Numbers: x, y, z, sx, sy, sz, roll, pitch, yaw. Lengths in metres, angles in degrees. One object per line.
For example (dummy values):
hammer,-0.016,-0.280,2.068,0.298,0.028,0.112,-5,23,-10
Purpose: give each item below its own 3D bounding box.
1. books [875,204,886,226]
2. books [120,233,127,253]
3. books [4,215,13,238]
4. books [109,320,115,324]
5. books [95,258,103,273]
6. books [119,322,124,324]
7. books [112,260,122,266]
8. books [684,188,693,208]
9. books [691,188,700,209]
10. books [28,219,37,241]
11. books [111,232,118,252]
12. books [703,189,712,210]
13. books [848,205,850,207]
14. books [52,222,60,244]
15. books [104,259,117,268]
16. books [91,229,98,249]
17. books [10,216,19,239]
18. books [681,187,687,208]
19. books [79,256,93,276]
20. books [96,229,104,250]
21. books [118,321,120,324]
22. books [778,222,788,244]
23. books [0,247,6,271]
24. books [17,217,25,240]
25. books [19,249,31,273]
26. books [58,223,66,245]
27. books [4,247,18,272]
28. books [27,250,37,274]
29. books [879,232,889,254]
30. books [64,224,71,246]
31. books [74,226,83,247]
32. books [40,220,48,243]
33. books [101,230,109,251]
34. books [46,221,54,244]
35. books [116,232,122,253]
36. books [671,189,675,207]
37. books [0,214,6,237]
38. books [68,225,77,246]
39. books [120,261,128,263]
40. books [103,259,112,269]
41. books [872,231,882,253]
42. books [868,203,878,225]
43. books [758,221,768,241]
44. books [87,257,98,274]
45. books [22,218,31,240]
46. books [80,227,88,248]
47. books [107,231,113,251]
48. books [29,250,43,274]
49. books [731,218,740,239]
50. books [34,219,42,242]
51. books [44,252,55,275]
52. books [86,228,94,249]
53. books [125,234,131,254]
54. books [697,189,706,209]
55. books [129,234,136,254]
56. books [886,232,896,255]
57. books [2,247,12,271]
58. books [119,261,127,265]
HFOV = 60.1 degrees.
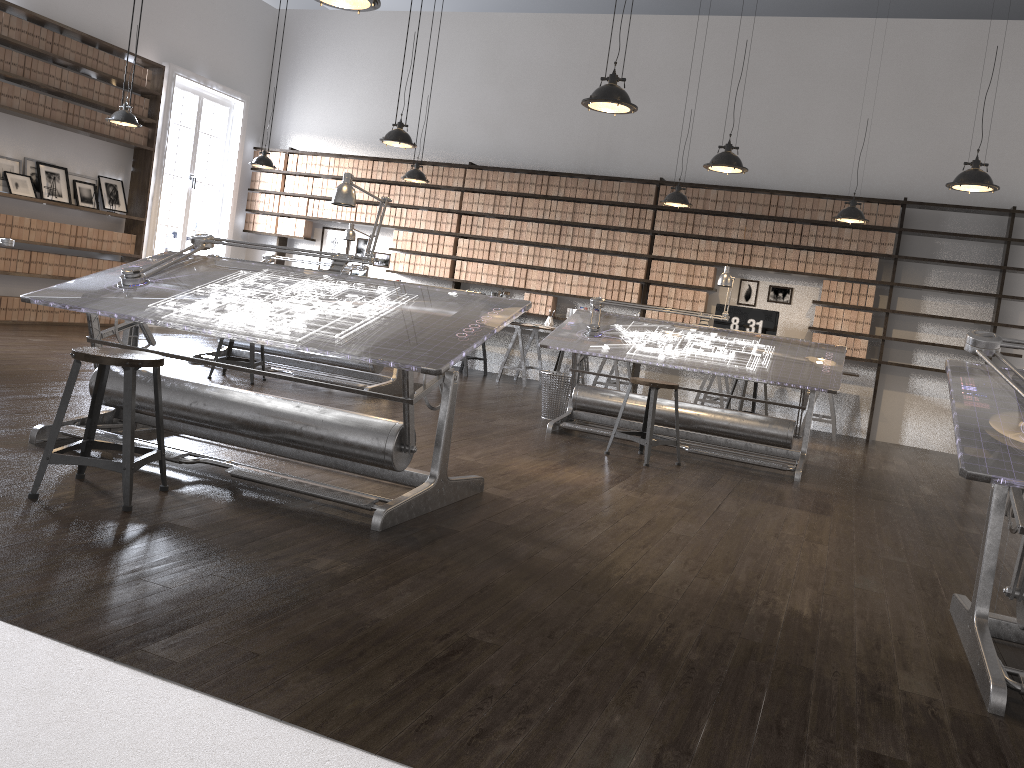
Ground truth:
books,3.744,-1.704,8.999,0.067,0.225,0.174,9,4,20
books,-4.456,-1.600,10.013,0.175,0.225,0.066,9,3,21
books,-4.978,-1.546,8.650,0.175,0.225,0.066,9,3,21
books,-4.573,-0.804,10.021,0.175,0.225,0.067,9,3,21
books,-4.603,-1.270,9.748,0.175,0.225,0.067,9,3,21
books,-4.522,-0.810,10.163,0.175,0.225,0.066,9,3,21
books,-4.511,-1.281,10.001,0.175,0.225,0.066,9,3,21
books,1.946,-2.021,9.692,0.067,0.225,0.174,9,4,20
books,2.011,-2.010,9.667,0.067,0.225,0.174,9,4,20
books,-4.878,-1.555,8.900,0.175,0.225,0.067,9,3,21
books,-4.503,-1.594,9.884,0.175,0.225,0.066,9,3,21
books,2.135,-1.988,9.618,0.067,0.225,0.174,9,4,20
books,3.483,-1.750,9.098,0.067,0.225,0.174,9,4,20
books,-4.776,-1.565,9.163,0.175,0.225,0.066,9,3,21
books,-4.530,-1.277,9.936,0.175,0.225,0.067,9,3,21
books,-4.602,-1.585,9.635,0.175,0.225,0.066,9,3,21
books,-4.949,-1.547,8.711,0.175,0.225,0.067,9,3,21
books,1.879,-2.033,9.714,0.067,0.225,0.174,9,4,21
books,-4.659,-1.266,9.619,0.175,0.225,0.066,9,3,21
books,-4.576,-1.587,9.701,0.175,0.225,0.066,9,3,21
books,-4.551,-0.808,10.093,0.175,0.225,0.066,9,3,21
books,2.861,-1.579,9.335,0.067,0.225,0.174,9,4,20
books,-5.031,-1.225,8.627,0.175,0.225,0.067,9,3,21
books,-4.929,-1.550,8.775,0.175,0.225,0.066,9,3,21
books,-4.937,-1.237,8.891,0.175,0.225,0.066,9,3,21
books,-4.750,-1.568,9.231,0.175,0.225,0.067,9,3,21
books,-4.987,-1.231,8.758,0.175,0.225,0.066,9,3,21
books,-4.905,-1.239,8.959,0.175,0.225,0.067,9,3,21
books,3.770,-1.419,8.986,0.067,0.225,0.174,9,4,21
books,-4.731,-1.571,9.292,0.175,0.225,0.066,9,3,21
books,-4.675,-1.576,9.431,0.175,0.225,0.067,9,3,21
books,-4.833,-1.561,9.033,0.175,0.225,0.066,9,3,21
books,-4.547,-1.589,9.762,0.175,0.225,0.067,9,3,21
books,-4.805,-1.563,9.097,0.175,0.225,0.066,9,3,21
books,-4.478,-1.596,9.946,0.175,0.225,0.067,9,3,21
books,1.815,-2.044,9.743,0.067,0.225,0.174,9,4,21
books,-5.004,-1.543,8.584,0.175,0.225,0.066,9,3,21
books,-4.706,-1.574,9.363,0.175,0.225,0.066,9,3,21
books,-4.457,-1.285,10.132,0.175,0.225,0.066,9,3,21
books,-4.558,-1.276,9.875,0.175,0.225,0.066,9,3,21
books,3.707,-1.430,9.005,0.067,0.225,0.174,9,4,20
books,3.675,-1.716,9.025,0.067,0.225,0.174,9,4,20
books,2.668,-1.613,9.408,0.067,0.225,0.174,9,4,20
books,-4.632,-1.268,9.684,0.175,0.225,0.066,9,3,21
books,-4.905,-1.552,8.833,0.175,0.225,0.066,9,3,21
books,-4.653,-1.580,9.503,0.175,0.225,0.066,9,3,21
books,-4.527,-1.592,9.826,0.175,0.225,0.066,9,3,21
books,-4.883,-1.242,9.030,0.175,0.225,0.066,9,3,21
books,2.408,-1.659,9.508,0.067,0.225,0.174,9,4,21
books,-4.856,-1.558,8.967,0.175,0.225,0.066,9,3,21
books,-4.831,-1.247,9.158,0.175,0.225,0.066,9,3,21
books,-4.623,-1.581,9.567,0.175,0.225,0.066,9,3,21
books,-4.433,-1.603,10.078,0.175,0.225,0.066,9,3,21
books,2.071,-1.999,9.638,0.067,0.225,0.174,9,4,21
books,-4.403,-1.604,10.137,0.175,0.225,0.067,9,3,21
books,3.827,-1.409,8.962,0.067,0.225,0.174,9,4,21
books,-5.012,-1.229,8.692,0.175,0.225,0.066,9,3,21
books,-4.486,-1.283,10.067,0.175,0.225,0.066,9,3,21
